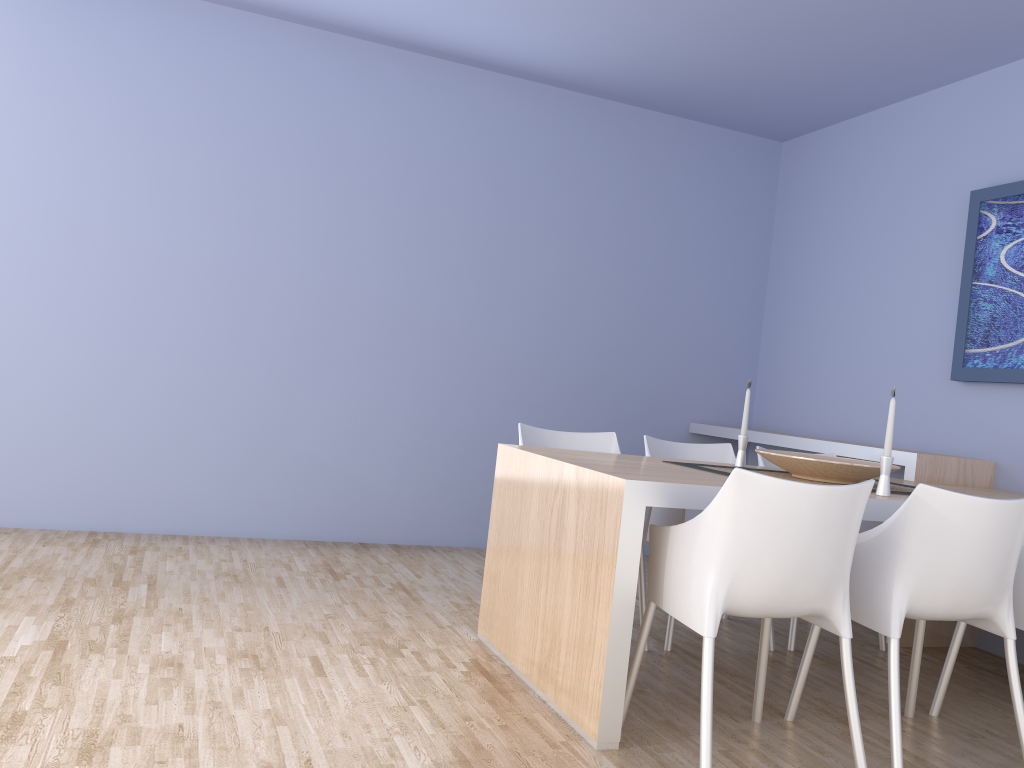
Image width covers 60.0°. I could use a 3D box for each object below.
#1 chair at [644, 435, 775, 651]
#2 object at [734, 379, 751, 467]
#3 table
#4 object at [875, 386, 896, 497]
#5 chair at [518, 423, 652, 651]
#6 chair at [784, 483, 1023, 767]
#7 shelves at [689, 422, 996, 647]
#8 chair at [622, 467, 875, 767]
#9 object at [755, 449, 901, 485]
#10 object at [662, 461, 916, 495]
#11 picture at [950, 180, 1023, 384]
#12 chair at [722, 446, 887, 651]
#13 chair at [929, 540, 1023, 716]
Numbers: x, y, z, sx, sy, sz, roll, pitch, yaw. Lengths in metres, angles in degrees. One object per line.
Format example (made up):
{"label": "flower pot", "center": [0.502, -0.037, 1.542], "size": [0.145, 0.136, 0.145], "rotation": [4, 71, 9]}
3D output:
{"label": "chair", "center": [0.779, 0.638, 3.683], "size": [0.510, 0.793, 0.486], "rotation": [6, 0, -21]}
{"label": "object", "center": [0.921, 0.153, 3.504], "size": [0.045, 0.349, 0.045], "rotation": [6, 0, 21]}
{"label": "table", "center": [1.173, 0.716, 3.222], "size": [2.340, 0.718, 1.002], "rotation": [6, 0, -21]}
{"label": "object", "center": [1.187, 0.178, 2.793], "size": [0.045, 0.349, 0.045], "rotation": [6, 0, -21]}
{"label": "chair", "center": [0.245, 0.578, 3.481], "size": [0.510, 0.793, 0.486], "rotation": [6, 0, -21]}
{"label": "chair", "center": [1.201, 0.678, 2.617], "size": [0.510, 0.793, 0.486], "rotation": [6, 0, -20]}
{"label": "shelves", "center": [1.960, 0.746, 3.808], "size": [0.463, 0.840, 3.901], "rotation": [6, 0, -21]}
{"label": "chair", "center": [0.647, 0.616, 2.407], "size": [0.510, 0.793, 0.486], "rotation": [6, 0, -21]}
{"label": "object", "center": [1.123, 0.305, 3.183], "size": [0.493, 0.081, 0.493], "rotation": [6, 0, -2]}
{"label": "object", "center": [1.117, 0.347, 3.179], "size": [0.986, 0.005, 0.594], "rotation": [6, 0, -21]}
{"label": "picture", "center": [2.362, -0.442, 3.616], "size": [0.049, 0.901, 1.252], "rotation": [6, 0, -21]}
{"label": "chair", "center": [1.313, 0.699, 3.885], "size": [0.510, 0.793, 0.486], "rotation": [6, 0, -21]}
{"label": "chair", "center": [1.747, 0.740, 2.824], "size": [0.510, 0.793, 0.486], "rotation": [6, 0, -21]}
